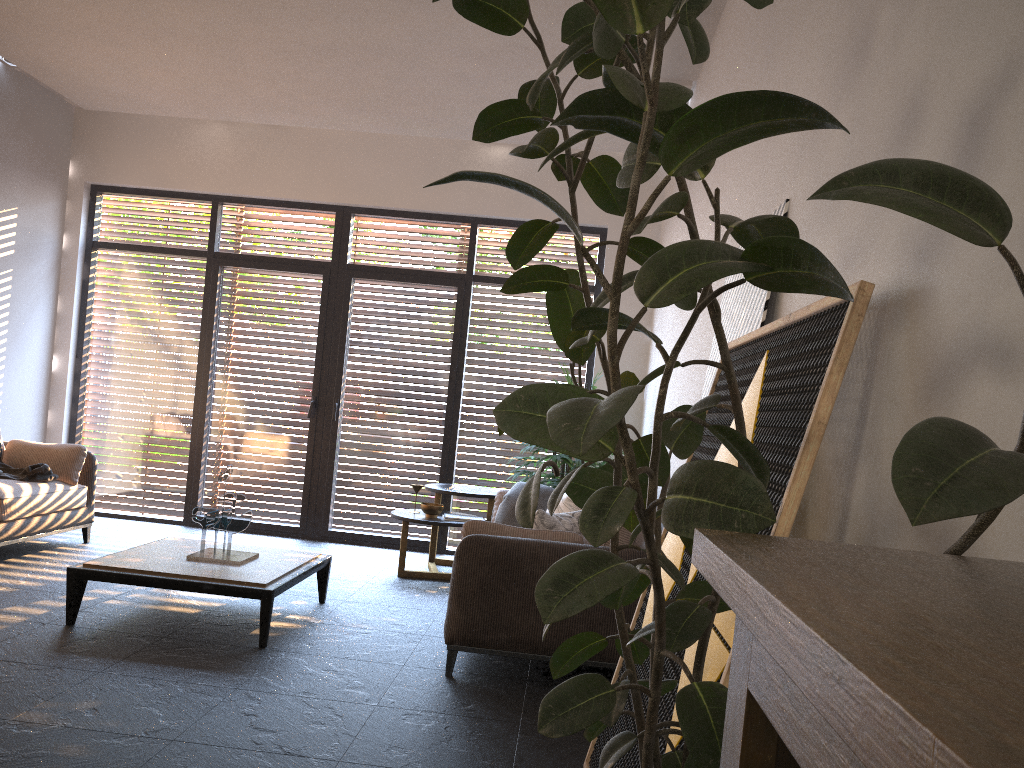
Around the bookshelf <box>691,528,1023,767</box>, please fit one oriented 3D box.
[{"bbox_3d":[0.304,0.725,0.006,0.450,1.172,1.919,6,-1,4],"label":"bookshelf"}]

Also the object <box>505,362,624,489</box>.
[{"bbox_3d":[0.433,0.681,6.877,0.980,1.724,0.911,5,1,-31],"label":"object"}]

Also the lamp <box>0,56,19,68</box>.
[{"bbox_3d":[-3.718,-2.443,6.412,0.253,0.066,0.645,6,-2,4],"label":"lamp"}]

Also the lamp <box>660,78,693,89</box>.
[{"bbox_3d":[1.077,-1.979,6.114,0.253,0.066,0.645,6,-2,4],"label":"lamp"}]

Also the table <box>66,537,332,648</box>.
[{"bbox_3d":[-1.673,1.120,4.930,1.049,0.307,1.116,6,-2,4],"label":"table"}]

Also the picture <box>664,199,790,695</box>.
[{"bbox_3d":[0.689,0.440,3.248,0.207,2.021,0.957,6,1,4],"label":"picture"}]

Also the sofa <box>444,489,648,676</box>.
[{"bbox_3d":[0.256,1.015,5.268,0.993,0.920,2.322,6,-1,4],"label":"sofa"}]

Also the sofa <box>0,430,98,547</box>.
[{"bbox_3d":[-3.630,0.639,5.509,0.993,0.920,2.322,6,-1,4],"label":"sofa"}]

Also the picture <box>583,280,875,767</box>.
[{"bbox_3d":[0.487,0.609,2.503,0.386,1.606,1.497,6,0,4],"label":"picture"}]

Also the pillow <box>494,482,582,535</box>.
[{"bbox_3d":[0.150,0.820,5.309,0.618,0.343,1.894,6,-2,4],"label":"pillow"}]

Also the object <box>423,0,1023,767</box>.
[{"bbox_3d":[0.239,-0.251,1.432,0.909,3.202,2.007,5,1,-18],"label":"object"}]

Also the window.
[{"bbox_3d":[-1.580,-0.118,7.857,4.940,3.032,0.459,6,1,4],"label":"window"}]

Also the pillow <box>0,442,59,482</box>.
[{"bbox_3d":[-3.766,0.521,6.013,0.953,0.708,1.020,5,-1,28],"label":"pillow"}]

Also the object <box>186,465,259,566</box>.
[{"bbox_3d":[-2.513,-1.501,0.761,0.365,4.476,8.918,6,-1,15],"label":"object"}]
